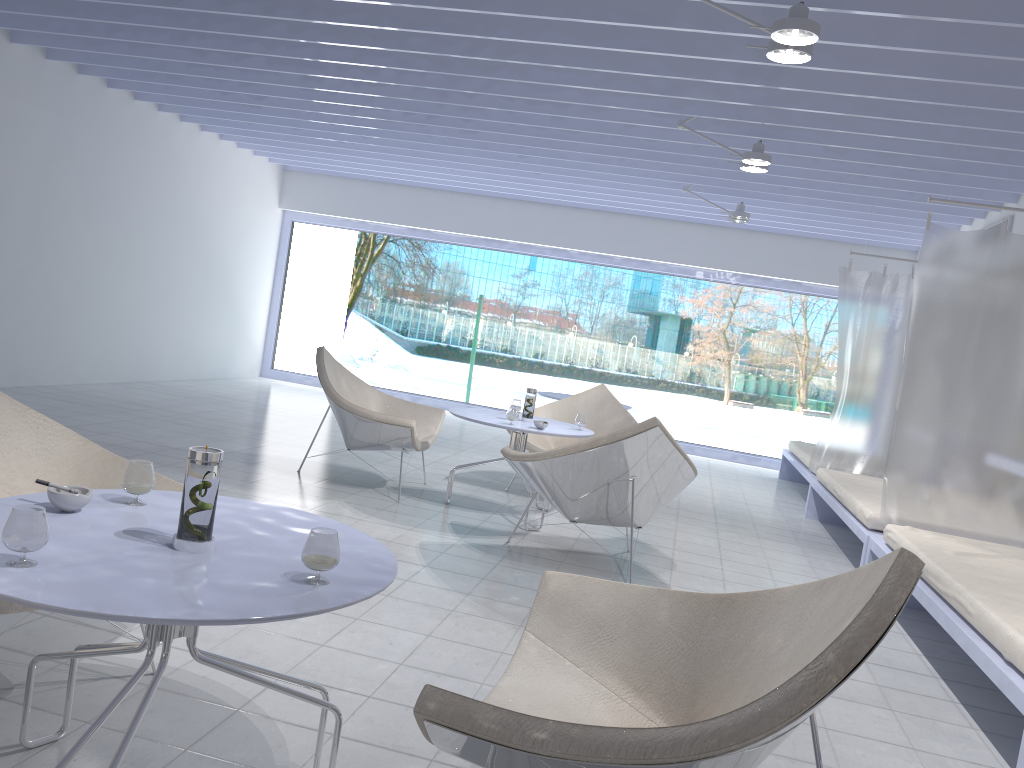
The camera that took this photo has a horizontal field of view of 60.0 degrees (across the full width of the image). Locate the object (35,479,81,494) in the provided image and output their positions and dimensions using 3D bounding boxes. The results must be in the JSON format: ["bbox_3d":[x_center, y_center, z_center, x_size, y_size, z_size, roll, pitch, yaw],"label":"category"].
[{"bbox_3d":[-0.902,0.205,1.764,0.098,0.016,0.012,10,4,11],"label":"object"}]

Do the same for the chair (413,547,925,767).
[{"bbox_3d":[0.312,0.604,1.657,0.753,0.759,0.906,10,4,15],"label":"chair"}]

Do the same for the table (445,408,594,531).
[{"bbox_3d":[0.011,0.468,4.974,0.825,0.534,0.823,9,3,2],"label":"table"}]

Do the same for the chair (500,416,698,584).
[{"bbox_3d":[0.451,0.477,4.101,0.906,0.759,0.753,8,4,-19],"label":"chair"}]

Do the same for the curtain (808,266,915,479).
[{"bbox_3d":[3.259,0.053,6.327,2.050,1.552,0.151,10,4,11],"label":"curtain"}]

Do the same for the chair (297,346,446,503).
[{"bbox_3d":[-0.845,0.204,5.189,0.753,0.759,0.906,9,3,7],"label":"chair"}]

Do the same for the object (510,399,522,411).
[{"bbox_3d":[0.023,0.137,5.229,0.068,0.091,0.068,11,4,34],"label":"object"}]

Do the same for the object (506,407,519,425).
[{"bbox_3d":[0.002,0.169,4.659,0.068,0.091,0.068,12,4,40],"label":"object"}]

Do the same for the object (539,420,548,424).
[{"bbox_3d":[0.162,0.200,4.640,0.012,0.016,0.098,8,4,-22],"label":"object"}]

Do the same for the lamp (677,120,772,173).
[{"bbox_3d":[1.289,-1.464,5.413,0.587,0.218,0.380,10,4,11],"label":"lamp"}]

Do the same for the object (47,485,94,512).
[{"bbox_3d":[-0.876,0.230,1.755,0.082,0.043,0.082,10,4,13],"label":"object"}]

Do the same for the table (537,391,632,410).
[{"bbox_3d":[0.580,0.397,7.637,0.823,0.534,0.825,7,4,-32],"label":"table"}]

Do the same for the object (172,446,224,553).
[{"bbox_3d":[-0.578,0.213,1.642,0.075,0.185,0.075,7,4,-26],"label":"object"}]

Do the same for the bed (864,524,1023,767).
[{"bbox_3d":[2.512,1.037,3.122,2.022,0.422,2.200,10,4,11],"label":"bed"}]

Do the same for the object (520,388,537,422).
[{"bbox_3d":[0.098,0.116,4.970,0.075,0.189,0.075,9,3,3],"label":"object"}]

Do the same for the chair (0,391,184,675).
[{"bbox_3d":[-1.311,0.314,2.153,0.753,0.759,0.906,11,4,29],"label":"chair"}]

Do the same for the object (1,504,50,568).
[{"bbox_3d":[-0.776,0.242,1.415,0.068,0.091,0.068,9,3,1],"label":"object"}]

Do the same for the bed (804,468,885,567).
[{"bbox_3d":[2.943,0.972,5.285,2.016,0.427,2.200,10,4,11],"label":"bed"}]

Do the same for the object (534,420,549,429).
[{"bbox_3d":[0.152,0.216,4.672,0.082,0.043,0.082,8,4,-20],"label":"object"}]

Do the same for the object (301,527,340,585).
[{"bbox_3d":[-0.337,0.303,1.563,0.068,0.091,0.068,9,3,1],"label":"object"}]

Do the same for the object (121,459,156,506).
[{"bbox_3d":[-0.796,0.210,1.889,0.068,0.091,0.068,9,3,1],"label":"object"}]

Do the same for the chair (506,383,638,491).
[{"bbox_3d":[0.452,0.368,5.887,0.906,0.759,0.753,10,4,22],"label":"chair"}]

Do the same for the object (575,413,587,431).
[{"bbox_3d":[0.383,0.212,4.941,0.068,0.091,0.068,9,3,4],"label":"object"}]

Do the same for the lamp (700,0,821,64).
[{"bbox_3d":[0.866,-1.407,3.367,0.587,0.218,0.380,10,4,11],"label":"lamp"}]

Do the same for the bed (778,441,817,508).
[{"bbox_3d":[3.405,0.916,7.445,2.022,0.422,2.200,10,4,11],"label":"bed"}]

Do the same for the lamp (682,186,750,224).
[{"bbox_3d":[1.716,-1.522,7.478,0.587,0.218,0.380,10,4,11],"label":"lamp"}]

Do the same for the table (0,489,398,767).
[{"bbox_3d":[-0.668,0.560,1.693,0.825,0.534,0.823,8,4,-12],"label":"table"}]

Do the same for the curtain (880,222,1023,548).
[{"bbox_3d":[2.846,0.141,4.149,1.998,1.559,0.125,10,3,10],"label":"curtain"}]
